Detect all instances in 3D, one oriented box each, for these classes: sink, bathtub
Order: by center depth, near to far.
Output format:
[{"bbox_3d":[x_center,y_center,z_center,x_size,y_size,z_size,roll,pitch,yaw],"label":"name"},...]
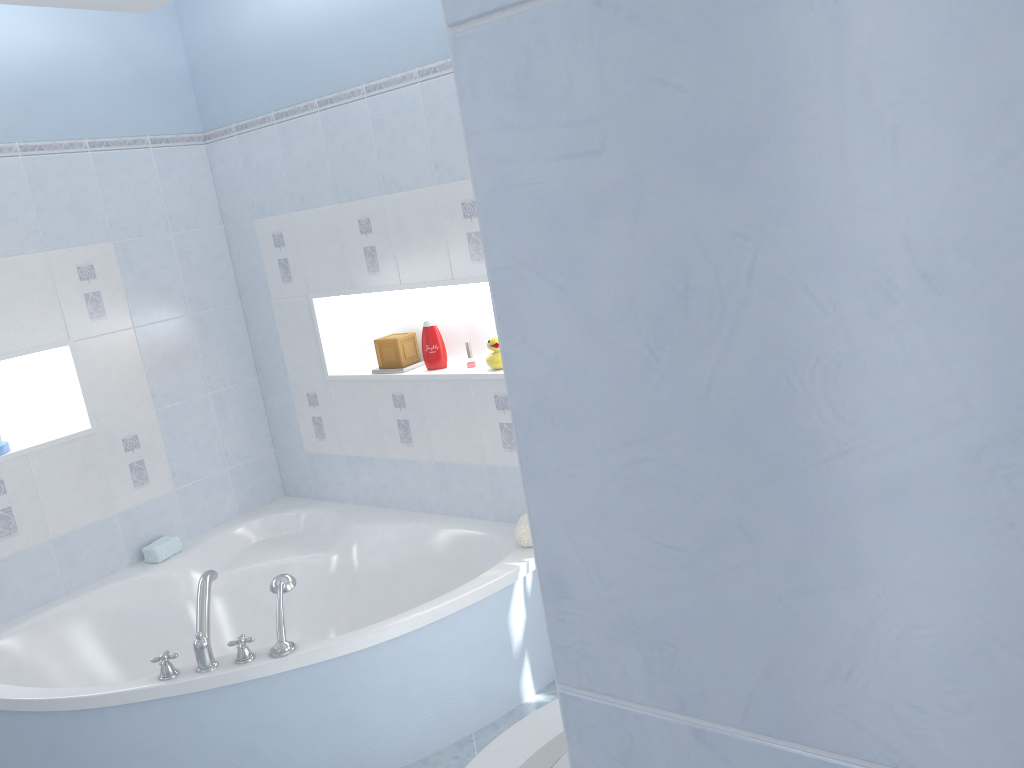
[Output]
[{"bbox_3d":[0.182,0.610,1.100,0.533,0.489,0.634,0,15,38],"label":"sink"},{"bbox_3d":[-0.857,0.834,2.974,1.596,0.670,1.578,0,15,38],"label":"bathtub"}]

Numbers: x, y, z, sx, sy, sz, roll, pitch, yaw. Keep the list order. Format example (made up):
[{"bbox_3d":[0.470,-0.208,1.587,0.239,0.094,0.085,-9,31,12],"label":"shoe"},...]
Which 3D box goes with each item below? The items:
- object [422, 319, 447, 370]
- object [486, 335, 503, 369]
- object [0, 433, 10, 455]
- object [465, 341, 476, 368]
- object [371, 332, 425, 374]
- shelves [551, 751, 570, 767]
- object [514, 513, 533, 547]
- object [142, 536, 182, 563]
[{"bbox_3d":[-0.295,-0.147,3.310,0.092,0.190,0.044,-7,12,13],"label":"object"},{"bbox_3d":[-0.049,-0.116,3.134,0.095,0.122,0.132,-9,12,4],"label":"object"},{"bbox_3d":[-1.991,0.267,2.982,0.534,0.065,0.172,-18,15,-36],"label":"object"},{"bbox_3d":[-0.154,-0.109,3.244,0.030,0.096,0.030,-7,12,10],"label":"object"},{"bbox_3d":[-0.446,-0.124,3.458,0.160,0.130,0.160,-2,14,33],"label":"object"},{"bbox_3d":[0.265,0.276,0.924,0.170,0.045,0.620,0,15,38],"label":"shelves"},{"bbox_3d":[0.068,0.493,3.010,0.105,0.077,0.165,-7,12,10],"label":"object"},{"bbox_3d":[-1.363,0.645,3.459,0.081,0.059,0.128,-4,13,25],"label":"object"}]
